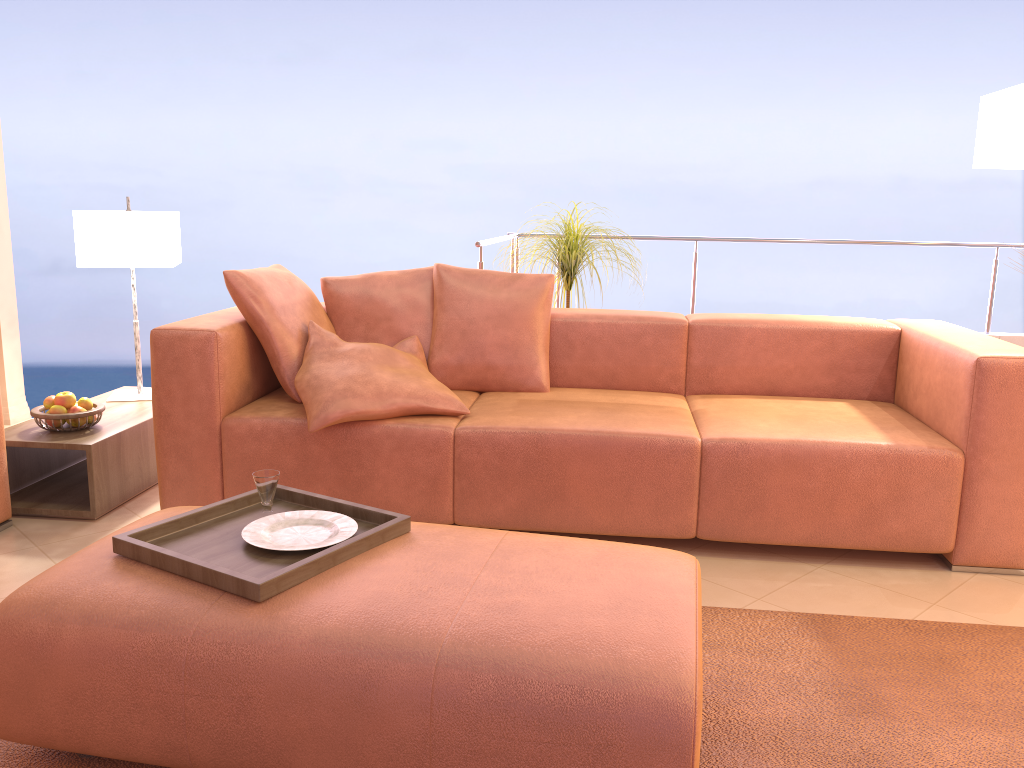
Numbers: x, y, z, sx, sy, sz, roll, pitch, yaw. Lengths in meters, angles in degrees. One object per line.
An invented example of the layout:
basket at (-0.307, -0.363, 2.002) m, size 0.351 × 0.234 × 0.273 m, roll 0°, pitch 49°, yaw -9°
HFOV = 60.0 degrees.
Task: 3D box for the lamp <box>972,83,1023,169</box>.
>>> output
lamp at (2.044, -0.381, 3.413) m, size 0.454 × 1.578 × 0.454 m, roll 2°, pitch 11°, yaw 6°

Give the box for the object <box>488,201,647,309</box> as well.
object at (0.254, -0.301, 4.147) m, size 0.703 × 1.088 × 0.729 m, roll -4°, pitch 12°, yaw -24°

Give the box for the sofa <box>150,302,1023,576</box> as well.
sofa at (0.247, 0.106, 3.155) m, size 2.781 × 0.672 × 0.943 m, roll 2°, pitch 11°, yaw 6°

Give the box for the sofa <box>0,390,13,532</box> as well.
sofa at (-2.235, 0.370, 1.577) m, size 0.943 × 0.672 × 2.781 m, roll 2°, pitch 11°, yaw 6°

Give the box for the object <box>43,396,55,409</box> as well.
object at (-1.598, 0.064, 3.077) m, size 0.047 × 0.046 × 0.054 m, roll 0°, pitch 11°, yaw -7°

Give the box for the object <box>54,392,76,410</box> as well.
object at (-1.545, 0.060, 3.066) m, size 0.069 × 0.061 × 0.068 m, roll -6°, pitch 13°, yaw -32°

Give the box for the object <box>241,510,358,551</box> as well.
object at (-0.448, 0.316, 1.879) m, size 0.240 × 0.018 × 0.240 m, roll -5°, pitch 13°, yaw -29°

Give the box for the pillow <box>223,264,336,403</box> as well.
pillow at (-0.787, -0.193, 3.186) m, size 0.314 × 0.455 × 0.519 m, roll 2°, pitch 11°, yaw 3°

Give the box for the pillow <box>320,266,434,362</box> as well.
pillow at (-0.470, -0.223, 3.335) m, size 0.492 × 0.446 × 0.255 m, roll -1°, pitch 11°, yaw -10°

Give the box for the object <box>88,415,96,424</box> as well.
object at (-1.488, 0.117, 3.122) m, size 0.046 × 0.046 × 0.055 m, roll -2°, pitch 11°, yaw -16°

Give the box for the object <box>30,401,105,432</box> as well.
object at (-1.548, 0.118, 3.098) m, size 0.235 × 0.071 × 0.235 m, roll 1°, pitch 11°, yaw -2°

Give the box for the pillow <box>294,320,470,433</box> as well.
pillow at (-0.471, -0.051, 2.970) m, size 0.517 × 0.292 × 0.514 m, roll -4°, pitch 12°, yaw -24°

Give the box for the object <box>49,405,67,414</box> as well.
object at (-1.549, 0.095, 3.025) m, size 0.055 × 0.047 × 0.045 m, roll -2°, pitch 12°, yaw -16°

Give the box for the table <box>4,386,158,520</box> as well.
table at (-1.525, 0.235, 3.384) m, size 0.412 × 0.268 × 0.918 m, roll 2°, pitch 11°, yaw 6°

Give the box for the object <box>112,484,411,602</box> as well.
object at (-0.513, 0.314, 1.862) m, size 0.421 × 0.034 × 0.436 m, roll 8°, pitch 13°, yaw 31°

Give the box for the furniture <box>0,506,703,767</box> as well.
furniture at (-0.276, 0.499, 1.798) m, size 1.291 × 0.301 × 0.685 m, roll 3°, pitch 11°, yaw 11°

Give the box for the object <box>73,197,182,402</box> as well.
object at (-1.520, -0.346, 3.570) m, size 0.344 × 0.799 × 0.344 m, roll -2°, pitch 11°, yaw -15°

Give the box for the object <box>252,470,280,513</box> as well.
object at (-0.560, 0.248, 2.028) m, size 0.061 × 0.091 × 0.061 m, roll -1°, pitch 11°, yaw -9°

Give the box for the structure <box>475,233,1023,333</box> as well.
structure at (1.946, -0.454, 4.633) m, size 4.176 × 0.541 × 1.663 m, roll 2°, pitch 11°, yaw 6°

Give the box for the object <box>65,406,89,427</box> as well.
object at (-1.504, 0.112, 3.063) m, size 0.074 × 0.076 × 0.072 m, roll 4°, pitch 12°, yaw 16°

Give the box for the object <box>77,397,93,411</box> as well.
object at (-1.494, 0.072, 3.103) m, size 0.045 × 0.053 × 0.051 m, roll 7°, pitch 13°, yaw 29°

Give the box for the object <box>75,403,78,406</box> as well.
object at (-1.548, 0.100, 3.123) m, size 0.077 × 0.065 × 0.076 m, roll 5°, pitch 12°, yaw 17°

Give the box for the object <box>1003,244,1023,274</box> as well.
object at (1.967, -0.220, 2.717) m, size 0.700 × 0.634 × 0.703 m, roll -7°, pitch 14°, yaw -36°

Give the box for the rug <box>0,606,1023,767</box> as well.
rug at (-0.080, 0.754, 1.548) m, size 2.626 × 0.005 × 1.833 m, roll 2°, pitch 11°, yaw 6°

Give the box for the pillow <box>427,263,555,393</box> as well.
pillow at (-0.081, -0.205, 3.289) m, size 0.470 × 0.468 × 0.211 m, roll 1°, pitch 11°, yaw 2°
